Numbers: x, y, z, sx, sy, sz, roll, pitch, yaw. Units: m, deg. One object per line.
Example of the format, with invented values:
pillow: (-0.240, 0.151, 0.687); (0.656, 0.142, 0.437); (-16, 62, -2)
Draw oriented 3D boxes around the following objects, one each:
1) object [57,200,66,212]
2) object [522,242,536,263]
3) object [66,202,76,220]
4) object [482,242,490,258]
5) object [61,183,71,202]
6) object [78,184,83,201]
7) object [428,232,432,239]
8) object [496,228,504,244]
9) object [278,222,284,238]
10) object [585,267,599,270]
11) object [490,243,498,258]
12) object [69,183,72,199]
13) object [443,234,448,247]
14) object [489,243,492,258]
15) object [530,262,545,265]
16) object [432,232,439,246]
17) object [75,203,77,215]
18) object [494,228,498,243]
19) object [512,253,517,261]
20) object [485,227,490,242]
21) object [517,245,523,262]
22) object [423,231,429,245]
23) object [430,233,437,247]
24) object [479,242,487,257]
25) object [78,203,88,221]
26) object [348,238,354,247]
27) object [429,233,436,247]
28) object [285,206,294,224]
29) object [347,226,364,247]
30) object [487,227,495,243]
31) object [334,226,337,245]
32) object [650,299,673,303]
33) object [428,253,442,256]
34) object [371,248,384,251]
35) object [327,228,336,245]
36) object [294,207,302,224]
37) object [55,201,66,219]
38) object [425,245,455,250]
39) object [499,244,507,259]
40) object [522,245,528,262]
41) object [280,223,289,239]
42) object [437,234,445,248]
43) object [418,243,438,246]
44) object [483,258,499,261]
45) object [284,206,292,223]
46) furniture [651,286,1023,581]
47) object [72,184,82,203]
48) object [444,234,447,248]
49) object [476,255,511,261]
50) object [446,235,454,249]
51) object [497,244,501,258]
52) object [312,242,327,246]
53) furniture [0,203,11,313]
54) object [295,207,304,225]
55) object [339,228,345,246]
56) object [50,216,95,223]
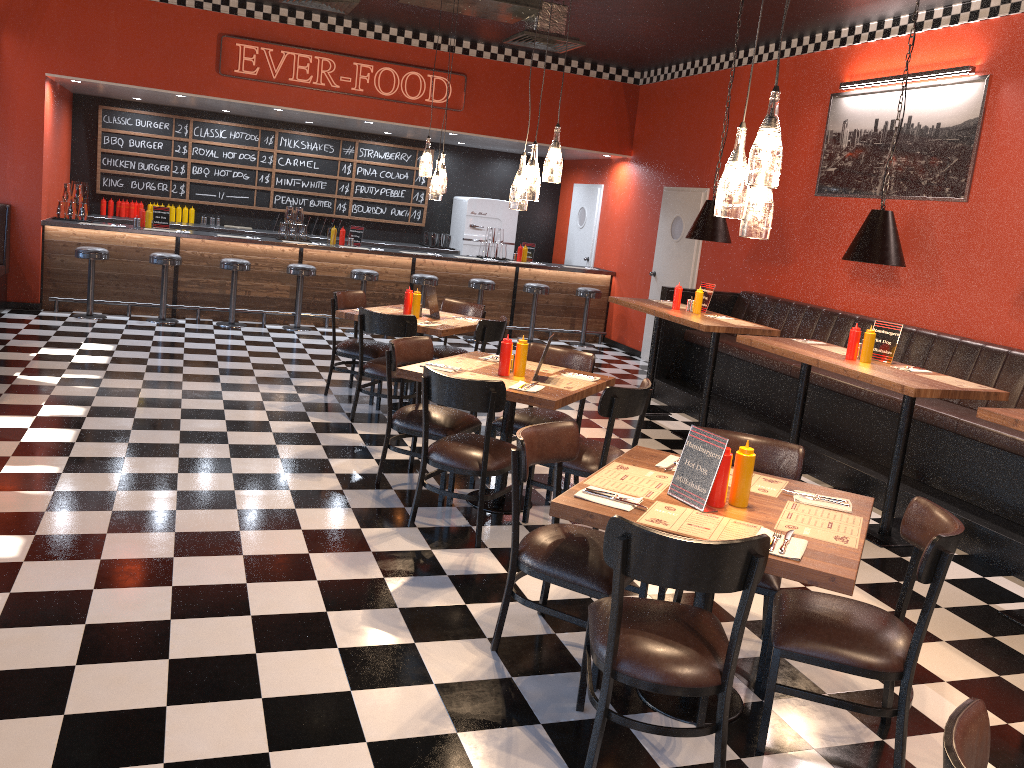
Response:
object: (-5.232, -2.019, 10.271); (0.105, 0.207, 0.106); (0, 11, -35)
object: (0.214, -1.818, 12.238); (0.188, 0.255, 0.073); (9, 9, 14)
object: (-5.077, -1.988, 10.201); (0.105, 0.207, 0.106); (0, 11, -35)
object: (-0.345, -1.804, 11.967); (0.106, 0.207, 0.106); (11, 10, 24)
object: (-5.111, -2.196, 10.159); (0.105, 0.207, 0.106); (0, 11, -35)
object: (-5.040, -2.214, 10.290); (0.105, 0.207, 0.106); (0, 11, -35)
object: (-1.208, -2.173, 13.331); (0.106, 0.207, 0.106); (11, 10, 24)
object: (-0.160, -1.999, 11.984); (0.106, 0.207, 0.106); (11, 10, 24)
object: (-2.885, -1.927, 11.141); (0.106, 0.207, 0.106); (11, 10, 24)
object: (1.105, -1.606, 12.292); (0.157, 0.019, 0.257); (4, 11, -10)
object: (-0.240, -1.798, 11.996); (0.106, 0.207, 0.106); (11, 10, 24)
object: (-5.146, -2.216, 10.241); (0.105, 0.207, 0.106); (0, 11, -35)
object: (-1.020, -2.168, 13.414); (0.106, 0.207, 0.106); (11, 10, 24)
object: (-0.283, -1.823, 12.094); (0.106, 0.207, 0.106); (11, 10, 24)
object: (0.344, -1.636, 12.011); (0.157, 0.019, 0.257); (1, 12, -25)
object: (-1.173, -2.196, 13.466); (0.106, 0.207, 0.106); (11, 10, 24)
object: (-5.120, -2.012, 10.299); (0.105, 0.207, 0.106); (0, 11, -35)
object: (-0.203, -2.024, 12.085); (0.106, 0.207, 0.106); (11, 10, 24)
object: (0.055, -1.752, 12.130); (0.093, 0.135, 0.047); (2, 10, -25)
object: (-0.309, -2.027, 12.036); (0.106, 0.207, 0.106); (11, 10, 24)
object: (0.108, -1.781, 12.038); (0.068, 0.236, 0.068); (8, 9, 10)
object: (-1.302, -2.199, 13.407); (0.106, 0.207, 0.106); (11, 10, 24)
object: (-1.153, -2.105, 13.021); (0.106, 0.207, 0.106); (11, 10, 24)
object: (-0.395, -1.830, 12.066); (0.106, 0.207, 0.106); (11, 10, 24)
object: (-4.959, -1.982, 10.237); (0.105, 0.207, 0.106); (0, 11, -35)
object: (-2.044, -1.814, 11.247); (0.094, 0.135, 0.047); (12, 11, 29)
object: (-1.178, -2.129, 13.126); (0.106, 0.207, 0.106); (11, 10, 24)
object: (-2.765, -2.104, 11.029); (0.106, 0.207, 0.106); (11, 10, 24)
object: (-2.002, -1.890, 11.338); (0.188, 0.255, 0.073); (9, 9, 14)
object: (-0.274, -2.006, 11.954); (0.106, 0.207, 0.106); (11, 10, 24)
object: (-2.268, -1.895, 11.263); (0.068, 0.236, 0.068); (5, 9, -8)
object: (1.416, -0.781, 8.338); (0.255, 0.019, 0.159); (2, 12, -23)
object: (-1.005, -1.682, 11.476); (0.157, 0.019, 0.257); (2, 12, -20)
object: (-1.696, -1.702, 11.181); (0.157, 0.019, 0.257); (5, 11, -5)
object: (-2.268, -1.848, 11.104); (0.106, 0.207, 0.106); (11, 10, 24)
object: (-2.693, -2.122, 11.161); (0.106, 0.207, 0.106); (11, 10, 24)
object: (-5.182, -1.994, 10.172); (0.105, 0.207, 0.106); (0, 11, -35)
object: (-1.072, -2.024, 13.149); (0.436, 0.018, 0.275); (2, 12, -20)
object: (-0.122, -1.792, 12.032); (0.106, 0.207, 0.106); (11, 10, 24)
object: (0.175, -1.786, 12.103); (0.068, 0.236, 0.068); (14, 11, 38)
object: (-2.836, -1.902, 11.043); (0.106, 0.207, 0.106); (11, 10, 24)
object: (-1.057, -2.111, 13.108); (0.106, 0.207, 0.106); (11, 10, 24)
object: (-1.181, -2.092, 13.427); (0.436, 0.018, 0.275); (2, 12, -20)
object: (-0.286, -1.655, 11.747); (0.157, 0.019, 0.257); (1, 12, -25)
object: (-2.799, -2.124, 11.112); (0.106, 0.207, 0.106); (11, 10, 24)
furniture: (3.396, 0.548, 5.020); (1.103, 1.141, 8.829); (3, 12, -20)
object: (-4.997, -2.189, 10.189); (0.105, 0.207, 0.106); (0, 11, -35)
object: (-0.965, -2.121, 13.208); (0.106, 0.207, 0.106); (11, 10, 24)
object: (-0.255, -1.717, 12.072); (0.436, 0.018, 0.275); (2, 12, -20)
object: (-0.920, -2.095, 13.104); (0.106, 0.207, 0.106); (11, 10, 24)
object: (-0.172, -1.818, 12.136); (0.106, 0.207, 0.106); (11, 10, 24)
object: (-2.383, -1.734, 10.953); (0.157, 0.019, 0.257); (1, 12, -25)
furniture: (-6.167, -1.343, 9.049); (1.708, 1.146, 0.711); (3, 10, -20)
object: (-2.651, -2.097, 11.059); (0.106, 0.207, 0.106); (11, 10, 24)
object: (-2.158, -1.884, 11.269); (0.068, 0.236, 0.068); (5, 9, -8)
object: (-5.093, -1.906, 10.277); (0.436, 0.018, 0.275); (2, 12, -20)
